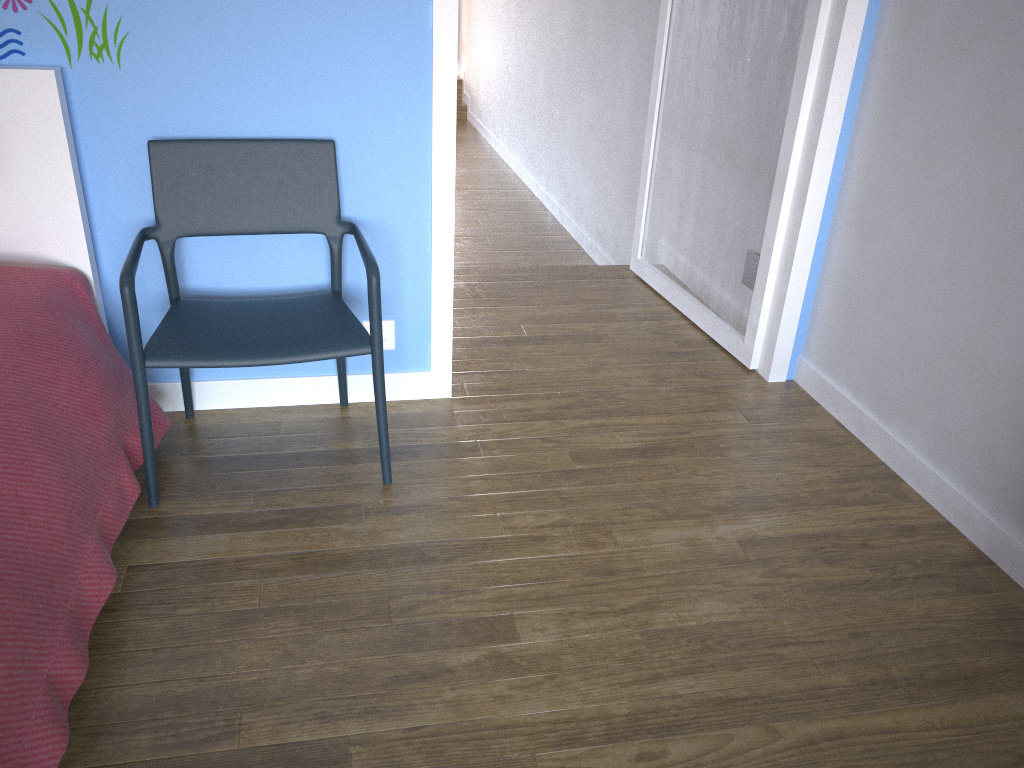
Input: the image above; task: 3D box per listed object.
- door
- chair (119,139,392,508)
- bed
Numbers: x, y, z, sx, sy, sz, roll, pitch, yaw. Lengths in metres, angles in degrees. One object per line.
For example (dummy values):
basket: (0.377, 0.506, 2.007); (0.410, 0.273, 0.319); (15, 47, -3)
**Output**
door: (0.239, -1.159, 2.378); (1.032, 2.178, 0.976); (-3, 28, -12)
chair: (-0.552, -0.149, 1.930); (0.511, 0.690, 0.407); (-5, 29, -15)
bed: (-1.451, 0.258, 0.854); (1.925, 0.830, 2.266); (-3, 27, -12)
